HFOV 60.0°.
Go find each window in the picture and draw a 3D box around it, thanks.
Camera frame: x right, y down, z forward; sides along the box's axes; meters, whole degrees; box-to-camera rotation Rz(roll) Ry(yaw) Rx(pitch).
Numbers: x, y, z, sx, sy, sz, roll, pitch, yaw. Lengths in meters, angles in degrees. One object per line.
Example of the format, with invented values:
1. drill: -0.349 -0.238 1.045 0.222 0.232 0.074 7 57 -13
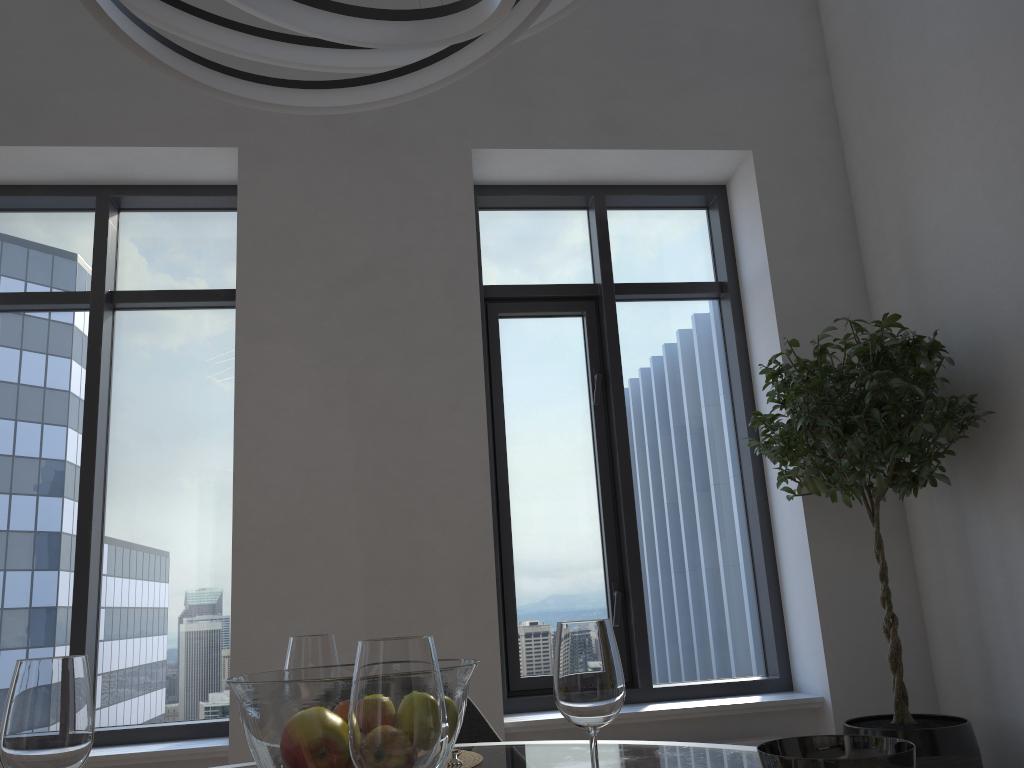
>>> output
1. window: 0.487 0.207 4.120 1.310 2.402 0.170 -2 -14 -8
2. window: -1.790 0.276 3.813 1.310 2.402 0.170 -2 -14 -8

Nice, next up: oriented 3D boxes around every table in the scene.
1. table: -0.152 0.869 0.858 1.499 0.764 1.499 1 -15 -18

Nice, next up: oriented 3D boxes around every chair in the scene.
1. chair: -0.216 1.010 1.618 0.655 0.891 0.619 -2 -14 -6

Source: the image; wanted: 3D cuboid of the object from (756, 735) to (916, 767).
1. object: 0.345 0.421 0.935 0.258 0.074 0.258 -7 -15 11

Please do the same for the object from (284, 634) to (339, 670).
1. object: -0.288 0.477 1.279 0.083 0.220 0.083 -17 -19 41

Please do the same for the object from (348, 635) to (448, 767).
1. object: -0.093 0.324 0.732 0.083 0.220 0.083 -9 -15 20

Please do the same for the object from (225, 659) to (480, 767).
1. object: -0.169 0.409 0.971 0.278 0.184 0.278 -4 -14 1

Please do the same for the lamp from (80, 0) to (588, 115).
1. lamp: -0.378 -2.711 1.765 1.000 4.513 1.000 -2 -14 -6

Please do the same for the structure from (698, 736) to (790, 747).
1. structure: 0.656 1.641 3.418 1.015 0.460 0.110 -2 -14 -8

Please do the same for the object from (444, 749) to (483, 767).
1. object: -0.228 0.635 1.472 0.360 0.002 0.360 -13 -17 33

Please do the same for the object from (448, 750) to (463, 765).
1. object: -0.236 0.626 1.464 0.309 0.015 0.206 -3 -14 -3

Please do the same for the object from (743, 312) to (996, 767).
1. object: 1.326 0.721 3.174 0.813 2.019 0.801 -3 -14 -4

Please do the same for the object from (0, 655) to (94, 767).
1. object: -0.454 0.380 0.861 0.083 0.220 0.083 7 -18 -35

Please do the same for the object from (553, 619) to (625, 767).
1. object: 0.092 0.387 1.024 0.083 0.220 0.083 -17 -19 41
